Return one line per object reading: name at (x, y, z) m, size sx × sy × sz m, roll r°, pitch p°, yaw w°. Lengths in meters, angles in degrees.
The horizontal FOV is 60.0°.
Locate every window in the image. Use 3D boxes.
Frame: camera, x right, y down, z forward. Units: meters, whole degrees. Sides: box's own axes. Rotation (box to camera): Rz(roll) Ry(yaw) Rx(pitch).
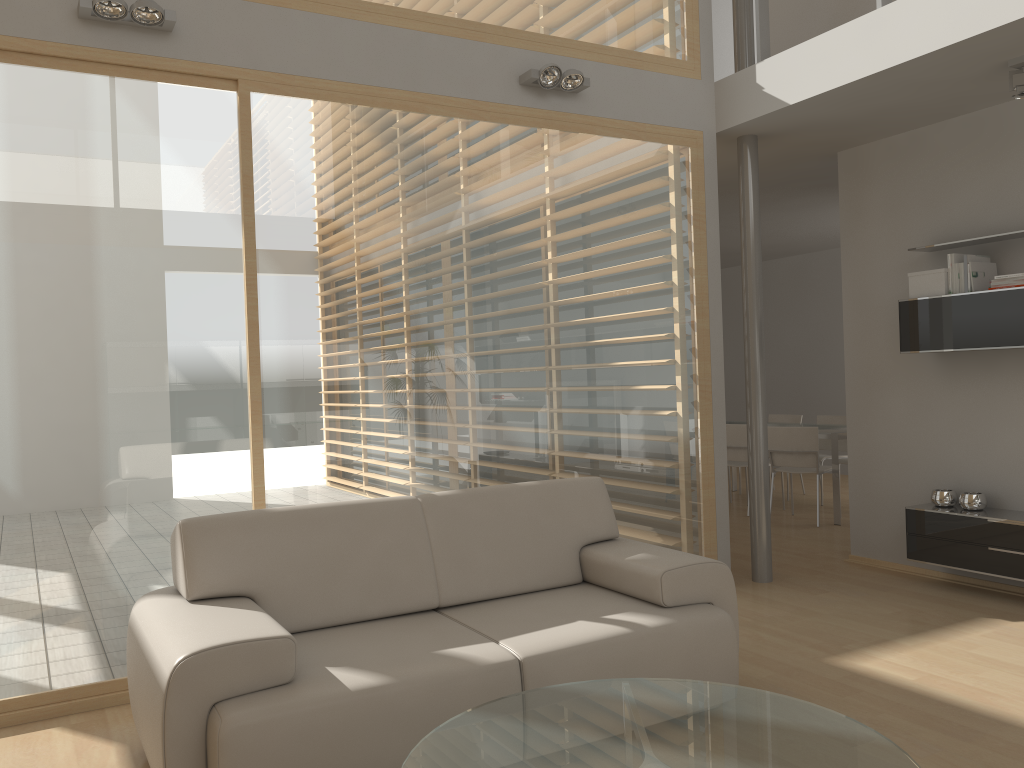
window at (-0.022, -0.092, 4.570) m, size 2.525 × 2.500 × 0.020 m, roll -2°, pitch 0°, yaw -29°
window at (-2.279, -0.004, 3.334) m, size 2.525 × 2.500 × 0.020 m, roll -2°, pitch 0°, yaw -29°
window at (-0.123, -2.940, 4.553) m, size 2.525 × 2.200 × 0.020 m, roll -2°, pitch 0°, yaw -29°

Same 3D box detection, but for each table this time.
table at (0.341, 1.076, 2.078) m, size 1.198 × 0.370 × 1.198 m, roll -2°, pitch 0°, yaw -12°
table at (2.507, 0.769, 8.365) m, size 0.900 × 0.746 × 2.199 m, roll -2°, pitch 0°, yaw -29°

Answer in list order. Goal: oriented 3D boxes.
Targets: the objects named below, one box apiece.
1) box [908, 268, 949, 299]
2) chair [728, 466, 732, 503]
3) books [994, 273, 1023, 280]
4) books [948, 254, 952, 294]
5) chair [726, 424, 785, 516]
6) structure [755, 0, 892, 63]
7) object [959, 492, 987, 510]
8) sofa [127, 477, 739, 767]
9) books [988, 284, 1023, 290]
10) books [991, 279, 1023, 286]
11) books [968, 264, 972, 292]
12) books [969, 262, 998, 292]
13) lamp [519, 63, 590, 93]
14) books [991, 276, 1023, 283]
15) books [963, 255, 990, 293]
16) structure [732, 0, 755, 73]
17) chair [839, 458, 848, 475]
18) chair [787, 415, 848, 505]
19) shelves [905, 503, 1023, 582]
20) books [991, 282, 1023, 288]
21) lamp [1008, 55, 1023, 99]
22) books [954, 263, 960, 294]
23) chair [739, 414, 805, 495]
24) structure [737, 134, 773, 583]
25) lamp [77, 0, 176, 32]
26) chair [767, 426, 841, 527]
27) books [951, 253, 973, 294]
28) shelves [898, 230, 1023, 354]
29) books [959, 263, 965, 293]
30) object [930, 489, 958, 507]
box at (2.435, -0.568, 5.054) m, size 0.232 × 0.149 × 0.232 m, roll -2°, pitch 0°, yaw -29°
chair at (1.818, 0.762, 8.736) m, size 0.501 × 0.807 × 0.455 m, roll -2°, pitch 0°, yaw -19°
books at (2.690, -0.563, 4.624) m, size 0.230 × 0.017 × 0.227 m, roll -2°, pitch 0°, yaw -34°
books at (2.519, -0.609, 4.959) m, size 0.230 × 0.227 × 0.017 m, roll -2°, pitch 0°, yaw -29°
chair at (2.144, 0.754, 8.101) m, size 0.501 × 0.807 × 0.455 m, roll -2°, pitch 0°, yaw -34°
structure at (2.579, -2.276, 2.948) m, size 0.080 × 0.900 × 5.400 m, roll -2°, pitch 0°, yaw -29°
object at (2.585, 0.657, 4.973) m, size 0.143 × 0.091 × 0.143 m, roll -2°, pitch 0°, yaw 3°
sofa at (-0.244, 0.850, 3.273) m, size 2.093 × 0.846 × 1.168 m, roll -2°, pitch 0°, yaw -29°
books at (2.686, -0.506, 4.617) m, size 0.210 × 0.013 × 0.297 m, roll -2°, pitch 0°, yaw -29°
books at (2.677, -0.531, 4.629) m, size 0.190 × 0.015 × 0.254 m, roll -2°, pitch 0°, yaw -33°
books at (2.569, -0.575, 4.863) m, size 0.207 × 0.156 × 0.009 m, roll -2°, pitch 0°, yaw -29°
books at (2.588, -0.582, 4.856) m, size 0.230 × 0.169 × 0.023 m, roll -2°, pitch 0°, yaw -29°
lamp at (0.239, -1.582, 4.618) m, size 0.360 × 0.110 × 0.183 m, roll -2°, pitch 0°, yaw -29°
books at (2.678, -0.546, 4.621) m, size 0.190 × 0.015 × 0.254 m, roll -2°, pitch 0°, yaw -28°
books at (2.559, -0.602, 4.875) m, size 0.207 × 0.210 × 0.021 m, roll -2°, pitch 0°, yaw -29°
structure at (1.376, -2.998, 5.378) m, size 0.122 × 2.400 × 0.121 m, roll -2°, pitch 0°, yaw -41°
chair at (3.270, 0.715, 7.983) m, size 0.501 × 0.807 × 0.455 m, roll -2°, pitch 0°, yaw -29°
chair at (2.985, 0.722, 8.560) m, size 0.501 × 0.807 × 0.455 m, roll -2°, pitch 0°, yaw -29°
shelves at (3.451, 0.837, 3.374) m, size 0.300 × 0.312 × 4.236 m, roll -2°, pitch 0°, yaw -29°
books at (2.684, -0.518, 4.621) m, size 0.190 × 0.011 × 0.268 m, roll -2°, pitch 0°, yaw -28°
lamp at (2.442, -1.430, 4.146) m, size 0.150 × 0.195 × 0.214 m, roll -2°, pitch 0°, yaw -29°
books at (2.538, -0.581, 4.923) m, size 0.230 × 0.169 × 0.027 m, roll -2°, pitch 0°, yaw -29°
chair at (2.663, 0.730, 9.116) m, size 0.501 × 0.807 × 0.455 m, roll -2°, pitch 0°, yaw -29°
structure at (1.478, -0.150, 5.395) m, size 0.122 × 2.700 × 0.121 m, roll -2°, pitch 0°, yaw -41°
lamp at (-1.562, -1.519, 3.609) m, size 0.360 × 0.080 × 0.182 m, roll -2°, pitch 0°, yaw -29°
chair at (2.452, 0.747, 7.466) m, size 0.455 × 0.807 × 0.501 m, roll -2°, pitch 0°, yaw 41°
books at (2.534, -0.610, 4.946) m, size 0.230 × 0.227 × 0.017 m, roll -2°, pitch 0°, yaw -29°
shelves at (3.408, -0.361, 3.367) m, size 0.300 × 0.914 × 4.236 m, roll -2°, pitch 0°, yaw -29°
books at (2.559, -0.582, 4.903) m, size 0.230 × 0.169 × 0.027 m, roll -2°, pitch 0°, yaw -29°
object at (2.498, 0.659, 5.127) m, size 0.143 × 0.091 × 0.143 m, roll -2°, pitch 0°, yaw 3°
